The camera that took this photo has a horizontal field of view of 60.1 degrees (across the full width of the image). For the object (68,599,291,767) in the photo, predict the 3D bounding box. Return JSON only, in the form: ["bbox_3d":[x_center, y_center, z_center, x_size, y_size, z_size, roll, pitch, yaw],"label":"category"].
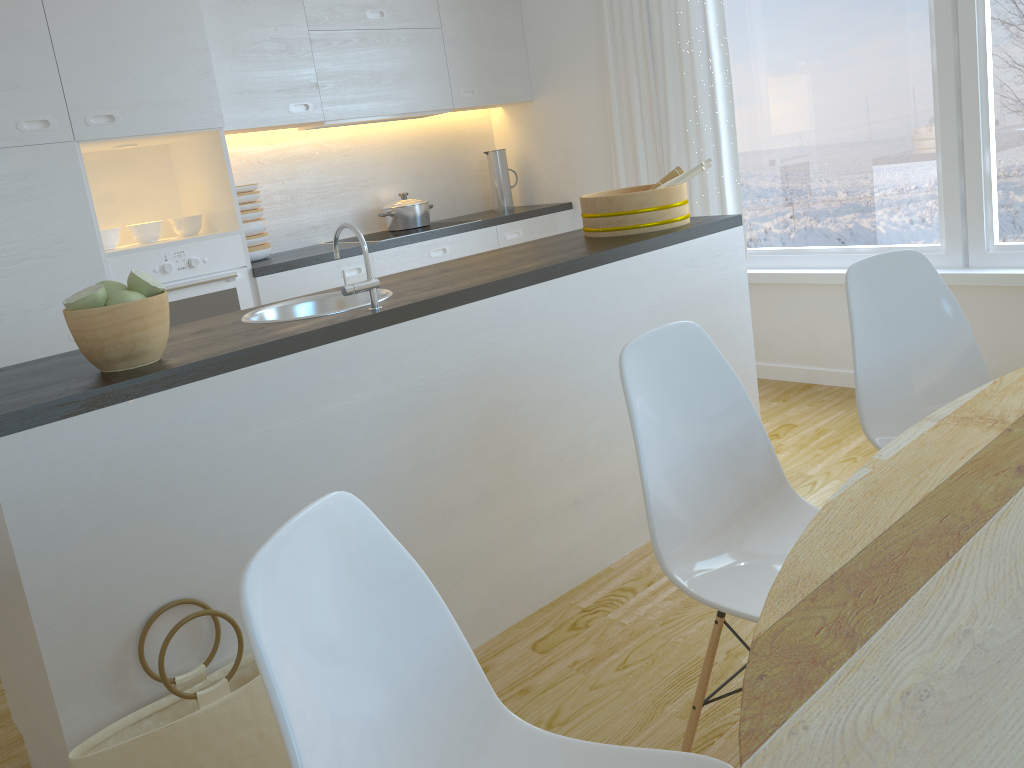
[{"bbox_3d":[-0.183,0.674,1.576,1.188,0.495,0.477,-1,15,26],"label":"object"}]

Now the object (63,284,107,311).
[{"bbox_3d":[-0.875,-0.165,1.819,0.084,0.064,0.086,-16,15,-28],"label":"object"}]

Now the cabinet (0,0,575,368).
[{"bbox_3d":[-1.023,-0.918,4.185,3.233,2.273,0.482,-20,16,-40],"label":"cabinet"}]

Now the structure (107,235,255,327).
[{"bbox_3d":[-1.317,-0.275,3.653,0.566,0.589,0.049,-19,16,-40],"label":"structure"}]

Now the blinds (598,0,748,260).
[{"bbox_3d":[0.693,-1.657,4.327,0.151,2.134,0.797,-18,15,-40],"label":"blinds"}]

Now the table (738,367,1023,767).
[{"bbox_3d":[1.116,0.480,1.118,2.213,0.716,1.197,-21,18,-41],"label":"table"}]

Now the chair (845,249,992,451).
[{"bbox_3d":[1.084,0.152,2.051,0.432,0.890,0.527,-13,13,-20],"label":"chair"}]

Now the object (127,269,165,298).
[{"bbox_3d":[-0.787,-0.215,1.902,0.074,0.071,0.078,-12,14,-15],"label":"object"}]

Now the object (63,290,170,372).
[{"bbox_3d":[-0.824,-0.109,1.878,0.204,0.140,0.208,-6,14,10],"label":"object"}]

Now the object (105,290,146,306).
[{"bbox_3d":[-0.800,-0.154,1.850,0.081,0.084,0.099,-5,13,14],"label":"object"}]

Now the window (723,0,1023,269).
[{"bbox_3d":[1.766,-1.408,3.490,0.089,1.894,2.735,-18,16,-40],"label":"window"}]

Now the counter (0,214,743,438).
[{"bbox_3d":[-0.265,-0.275,2.557,2.425,0.039,0.602,-21,19,-40],"label":"counter"}]

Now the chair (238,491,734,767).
[{"bbox_3d":[0.053,0.571,1.028,0.522,0.891,0.436,-4,13,19],"label":"chair"}]

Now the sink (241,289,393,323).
[{"bbox_3d":[-0.510,-0.140,2.389,0.404,0.155,0.409,-8,14,1],"label":"sink"}]

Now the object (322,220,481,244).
[{"bbox_3d":[-0.584,-0.800,4.680,0.660,0.013,0.563,-21,19,-39],"label":"object"}]

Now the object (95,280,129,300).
[{"bbox_3d":[-0.857,-0.176,1.907,0.102,0.097,0.087,-13,13,-19],"label":"object"}]

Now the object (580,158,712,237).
[{"bbox_3d":[0.453,-0.660,3.134,0.431,0.211,0.382,-11,14,-12],"label":"object"}]

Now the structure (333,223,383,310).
[{"bbox_3d":[-0.415,-0.287,2.183,0.098,0.212,0.162,-18,16,-39],"label":"structure"}]

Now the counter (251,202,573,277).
[{"bbox_3d":[-0.582,-0.782,4.679,2.021,0.039,0.602,-21,19,-40],"label":"counter"}]

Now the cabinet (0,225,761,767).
[{"bbox_3d":[-0.197,0.180,2.648,2.425,0.899,0.602,-20,17,-40],"label":"cabinet"}]
